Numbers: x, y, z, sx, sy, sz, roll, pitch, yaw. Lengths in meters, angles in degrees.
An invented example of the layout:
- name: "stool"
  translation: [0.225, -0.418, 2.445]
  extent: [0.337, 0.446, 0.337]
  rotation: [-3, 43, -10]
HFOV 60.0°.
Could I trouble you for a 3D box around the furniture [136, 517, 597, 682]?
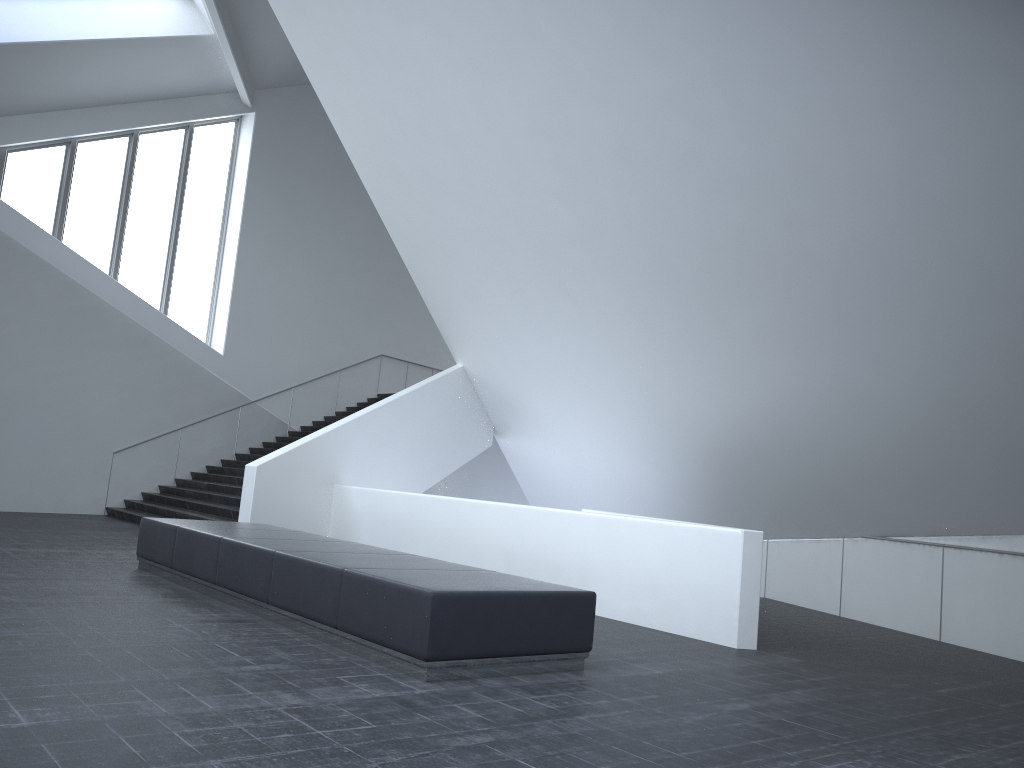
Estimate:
- name: "furniture"
  translation: [-1.804, 1.801, 8.241]
  extent: [1.488, 0.580, 5.742]
  rotation: [11, -9, -39]
